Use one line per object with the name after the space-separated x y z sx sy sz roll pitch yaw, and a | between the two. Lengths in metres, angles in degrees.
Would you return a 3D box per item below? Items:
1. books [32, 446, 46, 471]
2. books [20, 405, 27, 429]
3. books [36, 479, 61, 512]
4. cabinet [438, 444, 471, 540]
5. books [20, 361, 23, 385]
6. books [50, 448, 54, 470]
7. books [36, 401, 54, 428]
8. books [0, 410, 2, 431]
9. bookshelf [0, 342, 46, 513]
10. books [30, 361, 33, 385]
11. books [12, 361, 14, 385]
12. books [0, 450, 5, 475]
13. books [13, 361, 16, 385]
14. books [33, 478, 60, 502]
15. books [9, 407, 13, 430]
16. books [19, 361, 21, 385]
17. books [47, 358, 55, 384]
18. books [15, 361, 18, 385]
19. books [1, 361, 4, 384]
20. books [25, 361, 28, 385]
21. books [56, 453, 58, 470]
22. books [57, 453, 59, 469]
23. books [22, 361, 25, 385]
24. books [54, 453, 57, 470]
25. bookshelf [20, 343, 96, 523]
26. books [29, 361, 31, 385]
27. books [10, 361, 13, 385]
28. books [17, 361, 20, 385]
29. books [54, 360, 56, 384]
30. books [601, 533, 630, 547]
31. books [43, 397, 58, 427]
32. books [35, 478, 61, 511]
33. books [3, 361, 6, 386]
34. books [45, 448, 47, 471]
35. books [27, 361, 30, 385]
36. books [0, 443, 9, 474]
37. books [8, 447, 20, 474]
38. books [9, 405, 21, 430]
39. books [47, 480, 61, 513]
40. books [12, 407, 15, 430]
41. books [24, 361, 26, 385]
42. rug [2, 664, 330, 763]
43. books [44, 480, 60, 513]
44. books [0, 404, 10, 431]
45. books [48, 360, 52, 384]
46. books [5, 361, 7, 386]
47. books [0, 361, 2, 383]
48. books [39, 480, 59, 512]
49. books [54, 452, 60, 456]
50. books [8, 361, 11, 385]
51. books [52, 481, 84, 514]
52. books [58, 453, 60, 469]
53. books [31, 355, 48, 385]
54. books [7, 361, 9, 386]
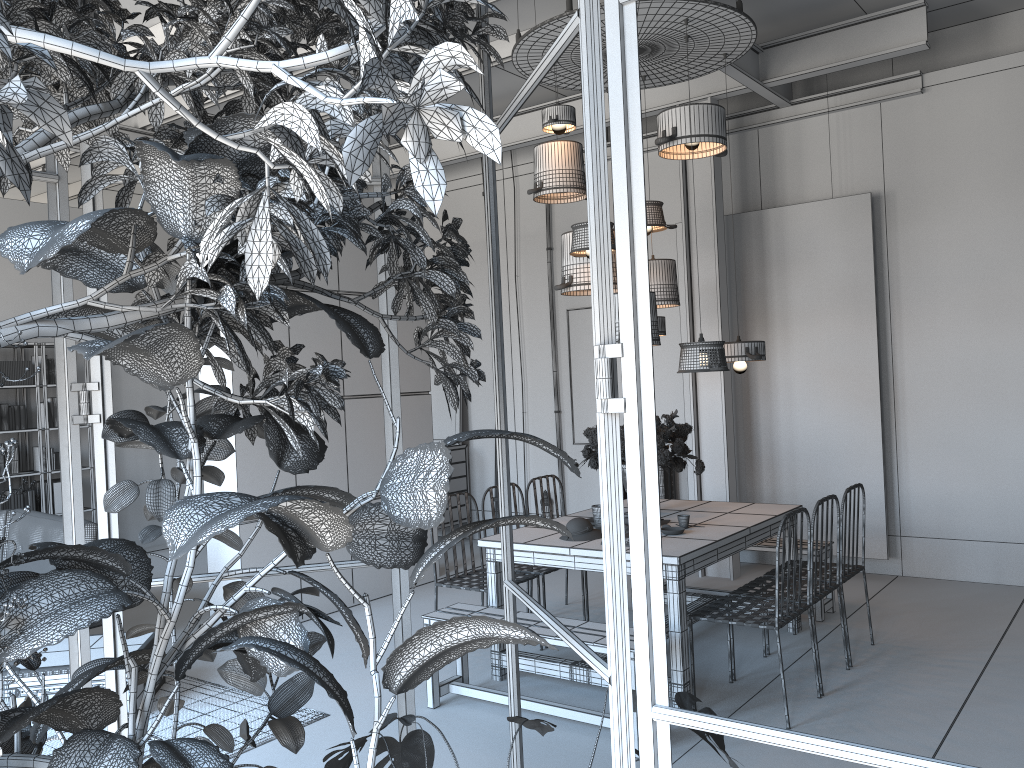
-4.708 0.745 8.824 0.170 0.245 0.043 -3 0 36 | books
-4.840 0.331 8.713 0.180 0.244 0.057 -3 0 36 | books
-4.645 1.136 8.999 0.068 0.318 0.319 -3 0 36 | books
-0.970 1.183 9.492 0.796 1.026 0.668 -3 0 36 | cabinet
-4.783 -0.102 8.574 0.182 0.240 0.016 -3 0 36 | books
-4.642 0.754 8.897 0.176 0.232 0.015 -3 0 36 | books
-4.629 0.308 8.796 0.195 0.268 0.084 -3 0 38 | books
-4.956 0.304 8.487 0.224 0.304 0.038 -3 0 36 | books
-4.878 0.749 8.579 0.455 2.276 0.455 -3 0 36 | bookshelf
-4.727 -0.105 8.650 0.182 0.240 0.016 -3 0 36 | books
-4.830 -0.100 8.511 0.182 0.240 0.016 -3 0 36 | books
-4.935 0.758 8.499 0.178 0.244 0.057 -3 0 36 | books
-4.820 -0.100 8.524 0.182 0.240 0.016 -3 0 36 | books
-4.718 1.138 9.046 0.033 0.326 0.303 -3 0 36 | books
-4.887 0.342 8.593 0.165 0.227 0.022 -3 0 36 | books
-4.792 -0.102 8.562 0.182 0.240 0.016 -3 0 36 | books
-4.635 -0.122 8.862 0.189 0.258 0.027 -3 0 36 | books
-4.811 -0.101 8.536 0.182 0.240 0.016 -3 0 36 | books
-4.886 -0.097 8.435 0.182 0.240 0.016 -3 0 36 | books
-4.755 -0.103 8.612 0.182 0.240 0.016 -3 0 36 | books
-4.598 0.779 8.894 0.134 0.177 0.012 -3 0 36 | books
-4.591 0.778 8.903 0.134 0.177 0.012 -3 0 36 | books
-4.774 -0.103 8.587 0.182 0.240 0.016 -3 0 36 | books
-4.605 0.779 8.885 0.134 0.177 0.012 -3 0 36 | books
-4.580 0.734 8.973 0.455 2.276 0.455 -3 0 36 | bookshelf
-4.736 -0.104 8.637 0.182 0.240 0.016 -3 0 36 | books
-4.839 -0.099 8.498 0.182 0.240 0.016 -3 0 36 | books
-4.802 -0.101 8.549 0.182 0.240 0.016 -3 0 36 | books
-4.606 -0.118 8.891 0.180 0.248 0.054 -3 0 36 | books
0.615 0.814 4.672 0.202 0.041 0.249 -3 0 35 | books
-4.587 0.284 8.857 0.224 0.304 0.071 -3 0 36 | books
-4.690 1.137 9.026 0.033 0.326 0.303 -3 0 36 | books
-4.876 -0.098 8.448 0.182 0.240 0.016 -3 0 36 | books
-4.672 0.751 8.866 0.162 0.229 0.053 -3 0 44 | books
-4.746 -0.104 8.625 0.182 0.240 0.016 -3 0 36 | books
-4.938 0.726 8.569 0.222 0.303 0.038 -3 0 36 | books
-4.872 0.743 8.599 0.193 0.265 0.091 -3 0 36 | books
-4.867 0.332 8.658 0.180 0.244 0.057 -3 0 36 | books
-4.505 1.127 8.876 0.027 0.326 0.272 -3 0 36 | books
-4.875 0.342 8.612 0.165 0.227 0.022 -3 0 36 | books
-4.764 -0.103 8.599 0.182 0.240 0.016 -3 0 36 | books
-2.524 1.776 4.510 2.524 0.007 1.961 -3 0 36 | rug
-4.524 1.127 8.914 0.037 0.322 0.333 -3 0 36 | books
-4.941 0.325 8.563 0.195 0.266 0.091 -3 0 36 | books
-4.653 -0.112 8.837 0.194 0.241 0.030 -3 0 33 | books
-4.867 -0.098 8.461 0.182 0.240 0.016 -3 0 36 | books
-4.895 -0.097 8.423 0.182 0.240 0.016 -3 0 36 | books
-4.595 1.133 8.962 0.056 0.315 0.317 -3 0 36 | books
-4.577 0.778 8.922 0.134 0.177 0.012 -3 0 36 | books
-4.848 -0.099 8.486 0.182 0.240 0.016 -3 0 36 | books
-4.418 1.124 8.826 0.033 0.326 0.303 -3 0 36 | books
-4.584 0.778 8.913 0.134 0.177 0.012 -3 0 36 | books
-4.687 -0.136 8.797 0.243 0.299 0.048 -3 0 36 | books
-4.858 -0.098 8.473 0.182 0.240 0.016 -3 0 36 | books
